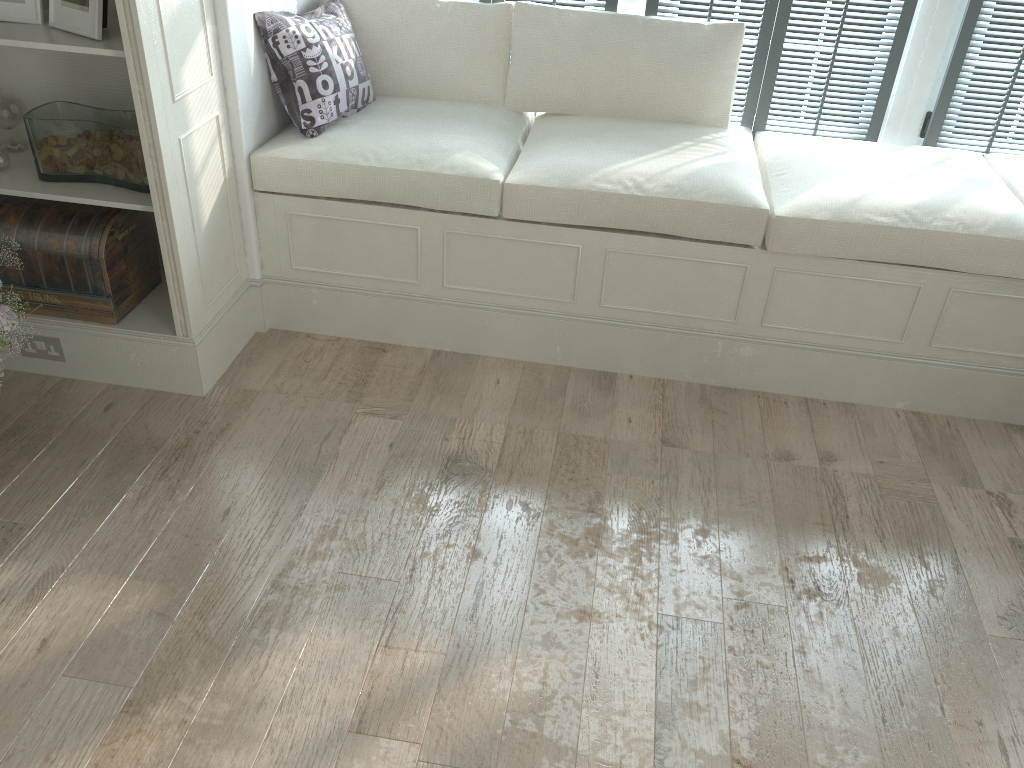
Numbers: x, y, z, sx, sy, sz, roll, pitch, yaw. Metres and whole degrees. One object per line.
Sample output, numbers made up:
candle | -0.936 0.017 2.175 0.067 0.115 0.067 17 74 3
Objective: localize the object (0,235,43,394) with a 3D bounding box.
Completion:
object | -1.524 -0.097 2.249 0.570 0.643 0.544 3 34 -2

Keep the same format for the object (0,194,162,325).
object | -1.368 -0.404 2.667 0.475 0.297 0.290 8 34 6

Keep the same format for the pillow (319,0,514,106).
pillow | -0.346 -1.179 3.123 0.695 0.360 0.187 8 34 6

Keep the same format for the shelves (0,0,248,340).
shelves | -1.300 -1.333 2.085 0.972 2.523 0.399 8 34 6

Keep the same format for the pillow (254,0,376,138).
pillow | -0.609 -1.038 2.898 0.229 0.398 0.550 15 36 16

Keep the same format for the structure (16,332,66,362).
structure | -1.413 -0.110 2.662 0.140 0.084 0.010 8 34 6

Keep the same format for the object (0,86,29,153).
object | -1.510 -0.794 2.652 0.094 0.188 0.094 -22 42 -33

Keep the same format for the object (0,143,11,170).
object | -1.472 -0.657 2.541 0.056 0.090 0.056 27 40 30

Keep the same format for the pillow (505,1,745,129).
pillow | 0.376 -1.084 3.046 0.787 0.360 0.193 8 34 6

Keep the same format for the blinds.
blinds | 0.947 -1.744 2.651 3.076 2.238 0.141 8 34 6

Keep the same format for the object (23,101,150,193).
object | -1.154 -0.673 2.513 0.387 0.180 0.171 8 34 6

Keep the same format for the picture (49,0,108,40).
picture | -1.087 -1.051 2.239 0.202 0.300 0.124 23 38 26

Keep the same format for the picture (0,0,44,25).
picture | -1.336 -1.071 2.350 0.206 0.192 0.124 5 34 2

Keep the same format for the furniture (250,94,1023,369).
furniture | 0.803 -0.550 2.953 3.150 0.459 0.837 8 34 6
